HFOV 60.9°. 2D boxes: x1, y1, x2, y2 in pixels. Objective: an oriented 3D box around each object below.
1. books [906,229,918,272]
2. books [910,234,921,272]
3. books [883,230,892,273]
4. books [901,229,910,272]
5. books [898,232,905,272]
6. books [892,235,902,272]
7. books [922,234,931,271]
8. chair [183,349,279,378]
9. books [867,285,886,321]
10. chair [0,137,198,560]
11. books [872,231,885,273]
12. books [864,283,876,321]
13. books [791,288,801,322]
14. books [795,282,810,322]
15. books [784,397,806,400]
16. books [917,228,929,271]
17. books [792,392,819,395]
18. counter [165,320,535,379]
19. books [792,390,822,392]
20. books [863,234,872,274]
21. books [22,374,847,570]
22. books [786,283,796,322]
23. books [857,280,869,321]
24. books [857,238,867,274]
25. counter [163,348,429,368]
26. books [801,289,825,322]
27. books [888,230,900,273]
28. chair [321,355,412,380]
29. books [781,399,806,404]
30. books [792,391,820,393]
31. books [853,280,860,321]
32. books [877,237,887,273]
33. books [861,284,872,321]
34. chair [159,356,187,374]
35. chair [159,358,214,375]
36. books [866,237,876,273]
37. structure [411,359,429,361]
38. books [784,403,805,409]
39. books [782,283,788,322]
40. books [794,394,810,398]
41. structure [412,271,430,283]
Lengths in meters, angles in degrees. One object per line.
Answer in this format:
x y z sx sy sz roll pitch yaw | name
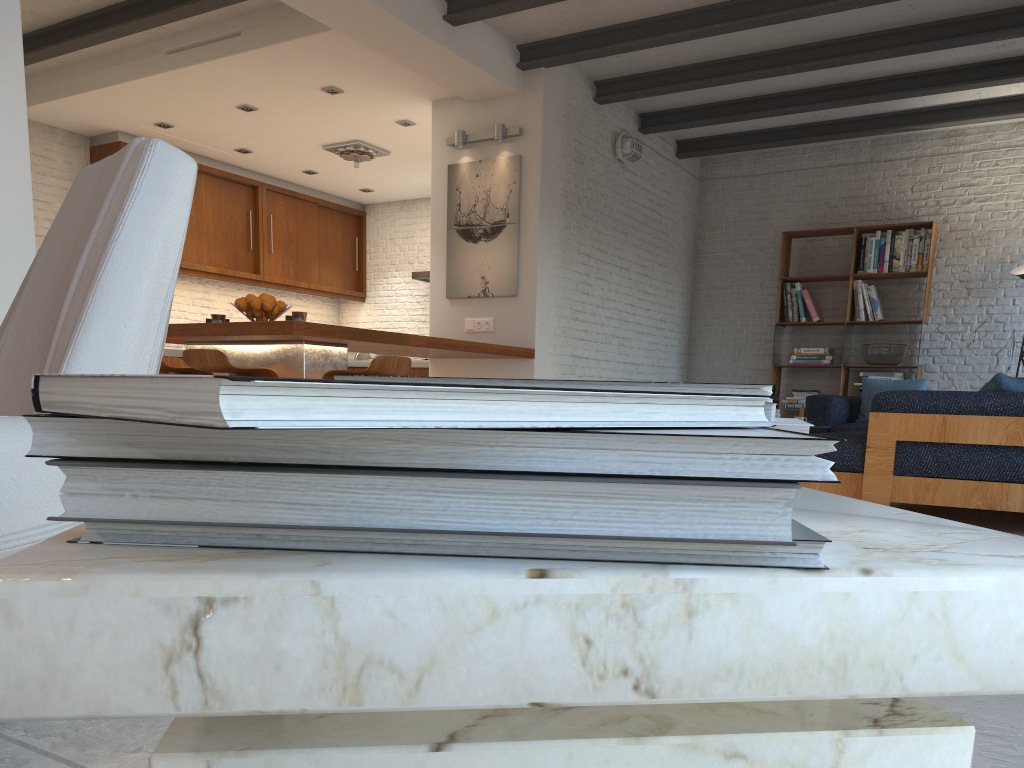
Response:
3.655 -1.201 7.974 0.036 0.391 0.241 7 9 32 | books
3.691 -1.173 7.950 0.055 0.336 0.251 7 8 32 | books
3.489 -1.205 8.061 0.036 0.391 0.241 7 9 32 | books
3.630 -1.201 8.004 0.036 0.391 0.241 7 9 32 | books
3.598 -1.189 8.009 0.020 0.366 0.268 7 8 32 | books
3.557 -1.176 8.019 0.055 0.336 0.251 7 8 32 | books
3.785 -1.171 7.919 0.055 0.336 0.251 7 8 32 | books
-1.610 0.206 4.929 0.401 0.790 0.416 6 9 31 | chair
3.420 -0.746 8.177 0.157 0.336 0.251 6 7 31 | books
-1.056 0.063 1.475 0.966 1.036 1.014 -3 6 -42 | chair
3.411 -1.206 8.114 0.036 0.391 0.241 7 9 32 | books
3.387 -0.755 8.213 0.123 0.355 0.268 7 8 31 | books
2.811 -0.761 8.578 0.101 0.340 0.251 7 8 31 | books
2.843 -0.784 8.519 0.120 0.389 0.241 7 8 31 | books
2.901 0.147 8.619 0.378 0.018 0.242 1 -1 24 | books
3.735 -1.200 7.926 0.036 0.391 0.241 7 9 32 | books
2.913 0.095 8.639 0.235 0.019 0.169 1 -1 24 | books
-1.206 0.155 6.061 1.675 0.936 2.475 3 1 31 | counter
2.910 0.068 8.613 0.250 0.017 0.161 1 -1 31 | books
3.345 -1.194 8.171 0.020 0.366 0.268 7 8 32 | books
-0.018 0.035 0.533 0.388 0.081 0.561 1 -1 15 | books
2.758 -0.788 8.583 0.090 0.392 0.241 7 9 31 | books
3.313 -0.774 8.232 0.102 0.391 0.241 7 9 31 | books
3.312 -1.180 8.194 0.055 0.336 0.251 7 8 32 | books
-1.583 -0.247 8.892 3.500 0.071 3.305 1 -1 31 | counter
2.933 -0.751 8.497 0.193 0.325 0.251 6 7 31 | books
3.526 -1.204 8.051 0.036 0.391 0.241 7 9 32 | books
-0.812 0.230 5.074 0.419 0.790 0.398 6 9 31 | chair
2.893 0.175 8.640 0.377 0.037 0.242 1 -1 31 | books
2.915 0.081 8.628 0.241 0.008 0.155 1 -1 31 | books
3.293 -0.774 8.271 0.100 0.391 0.241 7 9 31 | books
3.458 -1.177 8.107 0.055 0.336 0.251 7 8 32 | books
3.363 -0.756 8.216 0.123 0.355 0.268 7 8 31 | books
-2.266 0.201 5.941 0.419 0.790 0.398 6 9 31 | chair
-2.069 0.197 5.203 0.401 0.790 0.416 6 9 31 | chair
3.369 -1.179 8.139 0.055 0.336 0.251 7 8 32 | books
-0.659 -0.259 9.898 0.806 0.032 0.585 1 -1 31 | structure
2.905 0.222 8.630 0.323 0.056 0.253 1 0 41 | books
2.722 -0.788 8.596 0.090 0.392 0.241 7 9 31 | books
2.913 0.121 8.635 0.204 0.034 0.131 1 0 31 | books
-0.582 -1.670 9.716 0.978 1.012 0.451 4 8 31 | structure
